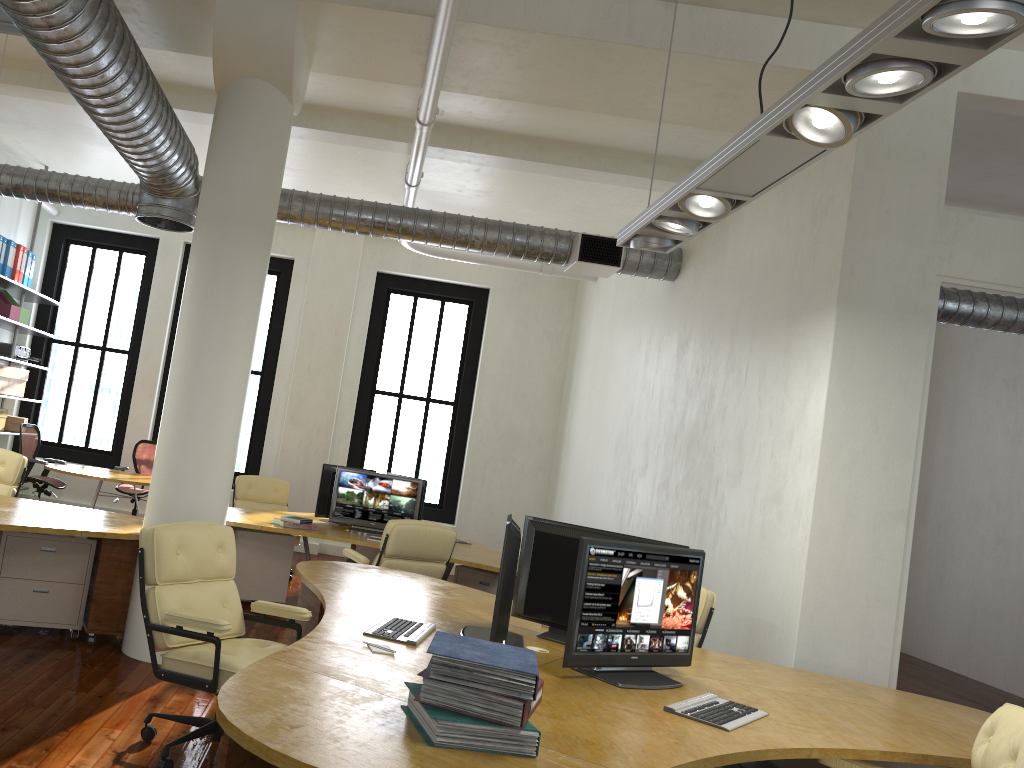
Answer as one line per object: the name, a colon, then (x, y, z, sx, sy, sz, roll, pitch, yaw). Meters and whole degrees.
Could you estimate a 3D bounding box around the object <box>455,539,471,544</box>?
object: (-0.608, 1.531, 8.789, 0.214, 0.016, 0.509, 12, -6, -26)

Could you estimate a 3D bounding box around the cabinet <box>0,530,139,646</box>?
cabinet: (-2.990, 1.269, 5.929, 0.828, 0.707, 0.951, 11, -5, -26)

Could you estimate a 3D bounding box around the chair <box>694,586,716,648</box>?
chair: (0.678, 1.638, 5.339, 0.714, 1.019, 0.781, 11, -5, -34)

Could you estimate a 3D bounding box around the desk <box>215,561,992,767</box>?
desk: (-0.047, 1.556, 4.253, 3.564, 0.732, 3.813, 13, -7, -33)

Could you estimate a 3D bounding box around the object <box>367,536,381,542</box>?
object: (-0.990, 1.349, 7.551, 0.493, 0.016, 0.221, 8, -6, 10)

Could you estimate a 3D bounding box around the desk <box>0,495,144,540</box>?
desk: (-4.570, 0.976, 5.709, 3.845, 0.732, 3.529, 5, -7, 35)

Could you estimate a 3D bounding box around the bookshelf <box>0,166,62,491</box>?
bookshelf: (-6.271, -0.616, 10.484, 0.649, 4.593, 3.646, 9, -4, -9)

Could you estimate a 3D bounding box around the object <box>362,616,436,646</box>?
object: (-0.482, 1.068, 3.864, 0.239, 0.016, 0.457, 8, -6, 8)

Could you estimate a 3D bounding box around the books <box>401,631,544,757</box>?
books: (-0.119, 0.895, 2.590, 0.430, 0.226, 0.445, 8, -5, 7)

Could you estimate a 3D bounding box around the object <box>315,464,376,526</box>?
object: (-1.626, 1.084, 8.669, 0.320, 0.551, 0.733, 6, -6, 35)

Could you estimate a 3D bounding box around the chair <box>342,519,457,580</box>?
chair: (-0.946, 1.542, 7.001, 0.656, 1.019, 0.850, 11, -5, -34)

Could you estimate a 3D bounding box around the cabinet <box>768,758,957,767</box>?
cabinet: (1.630, 1.802, 3.831, 0.888, 0.707, 0.890, 9, -5, -3)

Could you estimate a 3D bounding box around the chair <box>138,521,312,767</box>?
chair: (-1.328, 1.194, 4.087, 0.847, 1.019, 0.659, 6, -5, 27)

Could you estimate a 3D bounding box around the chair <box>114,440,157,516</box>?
chair: (-4.655, 1.289, 11.149, 0.746, 1.155, 0.742, 8, -4, 5)

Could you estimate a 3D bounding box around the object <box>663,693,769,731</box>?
object: (0.764, 1.211, 3.289, 0.252, 0.016, 0.431, 5, -7, 36)

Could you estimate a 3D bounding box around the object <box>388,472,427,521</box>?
object: (-1.060, 1.171, 8.624, 0.268, 0.551, 0.874, 11, -5, -31)

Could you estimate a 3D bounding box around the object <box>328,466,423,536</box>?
object: (-1.246, 1.091, 8.114, 0.797, 0.551, 0.295, 9, -4, -4)

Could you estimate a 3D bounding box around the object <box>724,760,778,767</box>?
object: (1.025, 1.867, 3.944, 0.178, 0.410, 0.485, 9, -5, -8)

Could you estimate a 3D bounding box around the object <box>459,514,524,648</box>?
object: (-0.052, 0.878, 4.006, 0.298, 0.551, 0.789, 8, -5, 2)

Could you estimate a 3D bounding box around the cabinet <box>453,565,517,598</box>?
cabinet: (0.026, 1.902, 7.463, 0.972, 0.707, 0.807, 6, -6, 32)

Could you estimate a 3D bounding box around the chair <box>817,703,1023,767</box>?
chair: (1.238, 1.481, 2.821, 0.839, 1.019, 0.666, 7, -5, 22)

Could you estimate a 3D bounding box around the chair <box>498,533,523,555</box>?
chair: (-0.136, 1.861, 8.922, 0.793, 1.019, 0.708, 8, -4, 2)

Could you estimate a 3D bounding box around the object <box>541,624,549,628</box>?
object: (0.416, 1.277, 4.535, 0.517, 0.016, 0.210, 6, -6, 28)

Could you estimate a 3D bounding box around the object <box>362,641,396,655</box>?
object: (-0.517, 1.022, 3.443, 0.106, 0.015, 0.140, 11, -6, -16)

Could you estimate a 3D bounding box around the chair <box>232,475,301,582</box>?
chair: (-2.610, 1.509, 9.372, 0.662, 1.019, 0.843, 11, -5, -29)

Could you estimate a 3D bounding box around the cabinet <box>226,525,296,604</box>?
cabinet: (-2.473, 1.536, 7.811, 0.822, 0.707, 0.956, 11, -6, -29)

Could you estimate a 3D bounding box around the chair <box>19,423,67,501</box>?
chair: (-5.465, 1.081, 10.353, 0.770, 1.155, 0.719, 8, -4, 1)

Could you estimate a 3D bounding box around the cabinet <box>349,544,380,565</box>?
cabinet: (-1.371, 1.904, 9.760, 0.899, 0.707, 0.879, 9, -5, 2)

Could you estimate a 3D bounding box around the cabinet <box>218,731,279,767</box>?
cabinet: (-0.320, 1.380, 2.710, 0.961, 0.707, 0.817, 6, -5, 27)

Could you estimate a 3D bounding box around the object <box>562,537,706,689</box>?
object: (0.524, 0.936, 3.658, 0.735, 0.551, 0.319, 13, -6, -37)

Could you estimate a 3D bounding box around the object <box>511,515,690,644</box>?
object: (0.401, 0.974, 4.248, 0.884, 0.551, 0.265, 6, -5, 33)

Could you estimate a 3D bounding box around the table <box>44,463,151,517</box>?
table: (-4.679, 1.399, 10.192, 1.597, 0.743, 1.373, 7, -6, 23)

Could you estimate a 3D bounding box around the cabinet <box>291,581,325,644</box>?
cabinet: (-0.707, 1.561, 5.183, 0.810, 0.707, 0.969, 12, -6, -34)

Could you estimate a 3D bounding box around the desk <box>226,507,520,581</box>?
desk: (-1.302, 1.796, 8.731, 3.962, 0.732, 3.454, 9, -5, 3)

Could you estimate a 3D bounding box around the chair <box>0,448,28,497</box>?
chair: (-4.394, 0.996, 7.063, 0.739, 1.019, 0.759, 8, -4, 6)
